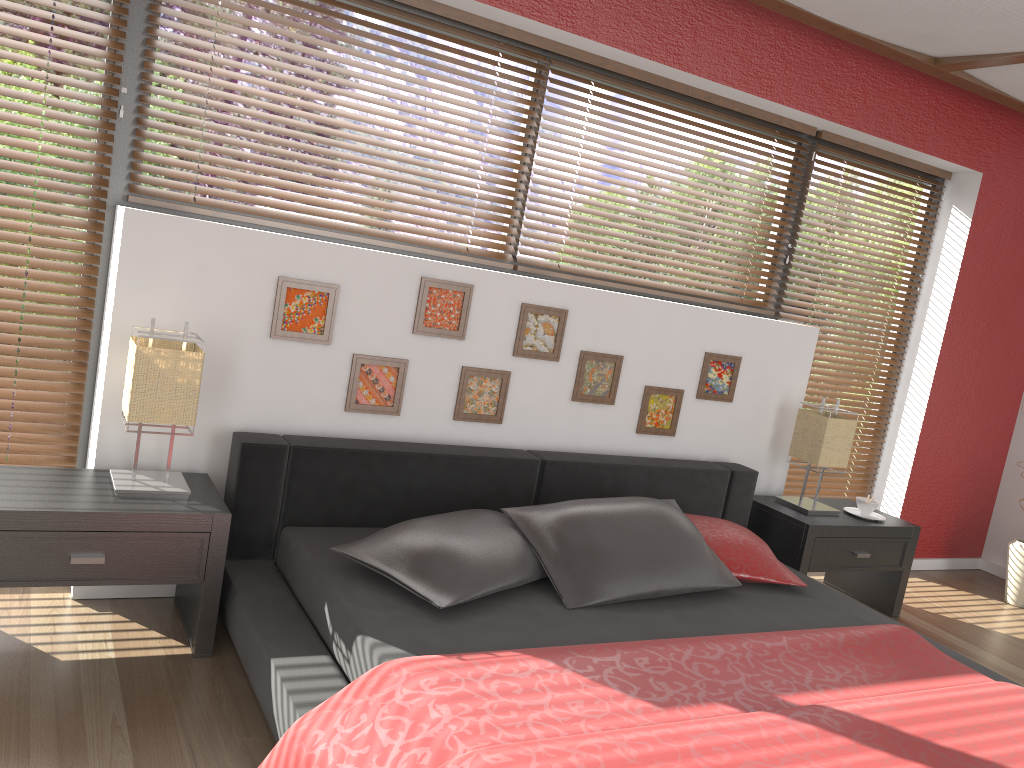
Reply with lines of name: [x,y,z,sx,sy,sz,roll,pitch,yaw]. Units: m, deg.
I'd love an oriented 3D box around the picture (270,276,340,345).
picture: [-0.673,-0.237,2.884,0.200,0.200,0.010,6,9,-29]

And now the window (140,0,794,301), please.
window: [0.050,-0.888,3.534,2.817,0.786,0.020,6,9,-29]

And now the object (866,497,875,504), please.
object: [1.578,0.512,3.903,0.007,0.007,0.192,14,9,30]

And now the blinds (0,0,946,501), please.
blinds: [-0.023,-0.310,3.549,4.840,1.952,0.032,6,9,-29]

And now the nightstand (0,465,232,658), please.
nightstand: [-1.206,0.498,2.480,0.700,0.423,0.413,6,9,-29]

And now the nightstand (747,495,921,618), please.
nightstand: [1.376,0.767,3.936,0.700,0.423,0.413,6,9,-29]

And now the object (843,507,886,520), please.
object: [1.561,0.579,3.928,0.179,0.012,0.179,10,7,-5]

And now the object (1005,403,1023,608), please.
object: [2.601,0.608,4.421,0.364,1.035,0.422,15,9,35]

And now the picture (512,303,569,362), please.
picture: [0.108,-0.191,3.315,0.200,0.200,0.010,6,9,-29]

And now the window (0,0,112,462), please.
window: [-1.739,-0.535,2.650,0.889,1.893,0.020,6,9,-29]

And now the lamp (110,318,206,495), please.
lamp: [-1.006,0.054,2.533,0.200,0.480,0.200,6,9,-29]

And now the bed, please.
bed: [0.440,0.743,2.266,2.469,0.577,2.413,6,9,-29]

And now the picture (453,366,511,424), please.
picture: [-0.108,0.043,3.253,0.200,0.200,0.010,6,9,-29]

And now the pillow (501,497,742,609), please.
pillow: [0.364,0.509,2.842,0.744,0.241,0.386,5,9,-34]

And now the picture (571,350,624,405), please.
picture: [0.337,-0.023,3.478,0.200,0.200,0.010,6,9,-29]

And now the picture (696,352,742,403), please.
picture: [0.880,-0.027,3.770,0.200,0.200,0.010,6,9,-29]

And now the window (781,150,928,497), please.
window: [1.645,-0.182,4.558,0.889,1.893,0.020,6,9,-29]

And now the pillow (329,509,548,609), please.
pillow: [-0.130,0.496,2.672,0.418,0.172,0.745,15,9,35]

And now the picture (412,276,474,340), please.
picture: [-0.240,-0.263,3.111,0.200,0.200,0.010,6,9,-29]

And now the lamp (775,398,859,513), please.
lamp: [1.335,0.298,3.853,0.200,0.480,0.200,6,9,-29]

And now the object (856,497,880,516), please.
object: [1.567,0.547,3.924,0.099,0.069,0.099,10,7,-5]

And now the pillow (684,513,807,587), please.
pillow: [0.636,0.567,3.165,0.745,0.172,0.418,9,8,-10]

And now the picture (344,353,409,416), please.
picture: [-0.465,0.004,3.052,0.200,0.200,0.010,6,9,-29]

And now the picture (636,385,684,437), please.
picture: [0.611,0.113,3.657,0.200,0.200,0.010,6,9,-29]

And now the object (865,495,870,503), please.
object: [1.574,0.509,3.926,0.007,0.007,0.192,14,8,25]
